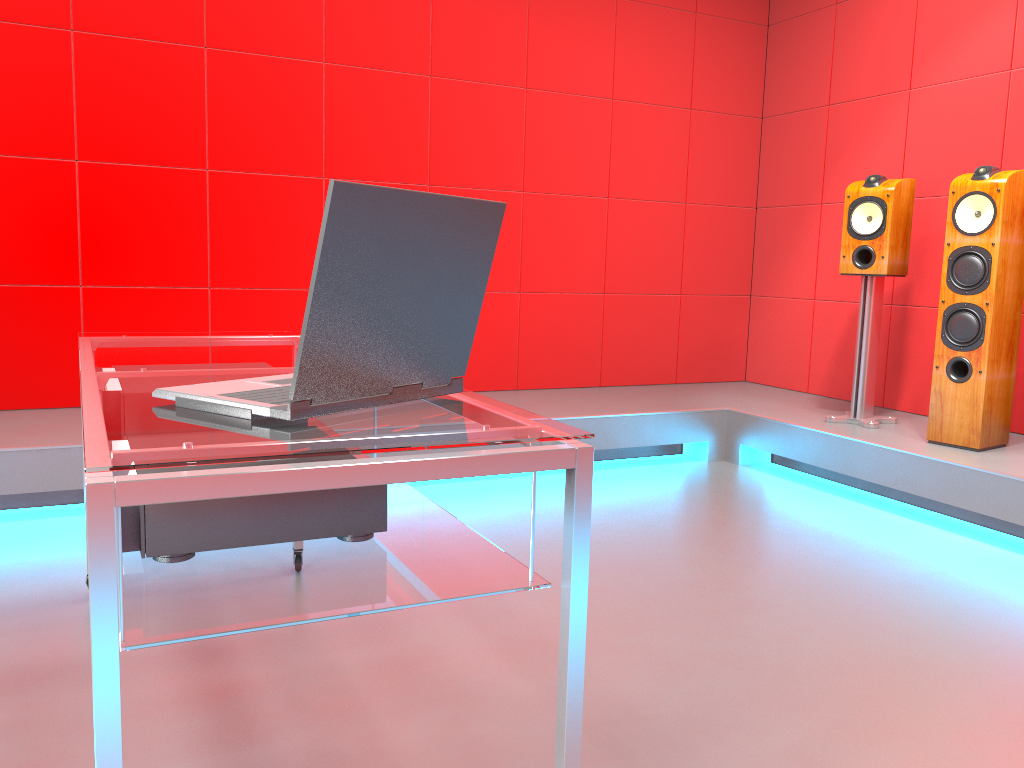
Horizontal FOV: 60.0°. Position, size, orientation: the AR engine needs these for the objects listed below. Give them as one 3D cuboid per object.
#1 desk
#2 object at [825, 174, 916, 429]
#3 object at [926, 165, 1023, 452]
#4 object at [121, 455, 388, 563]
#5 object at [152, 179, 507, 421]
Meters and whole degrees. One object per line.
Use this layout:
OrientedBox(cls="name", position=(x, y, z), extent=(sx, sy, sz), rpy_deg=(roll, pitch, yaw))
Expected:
OrientedBox(cls="desk", position=(-0.509, 0.305, 1.697), extent=(0.594, 0.690, 1.617), rpy_deg=(-2, 8, -26))
OrientedBox(cls="object", position=(1.547, -0.357, 3.822), extent=(0.231, 1.058, 0.265), rpy_deg=(9, 11, 43))
OrientedBox(cls="object", position=(1.774, -0.286, 3.363), extent=(0.238, 1.052, 0.203), rpy_deg=(-4, 9, -36))
OrientedBox(cls="object", position=(-0.441, 0.163, 1.406), extent=(0.365, 0.092, 0.435), rpy_deg=(-2, 8, -26))
OrientedBox(cls="object", position=(-0.247, -0.116, 1.225), extent=(0.340, 0.285, 0.342), rpy_deg=(7, 9, 33))
